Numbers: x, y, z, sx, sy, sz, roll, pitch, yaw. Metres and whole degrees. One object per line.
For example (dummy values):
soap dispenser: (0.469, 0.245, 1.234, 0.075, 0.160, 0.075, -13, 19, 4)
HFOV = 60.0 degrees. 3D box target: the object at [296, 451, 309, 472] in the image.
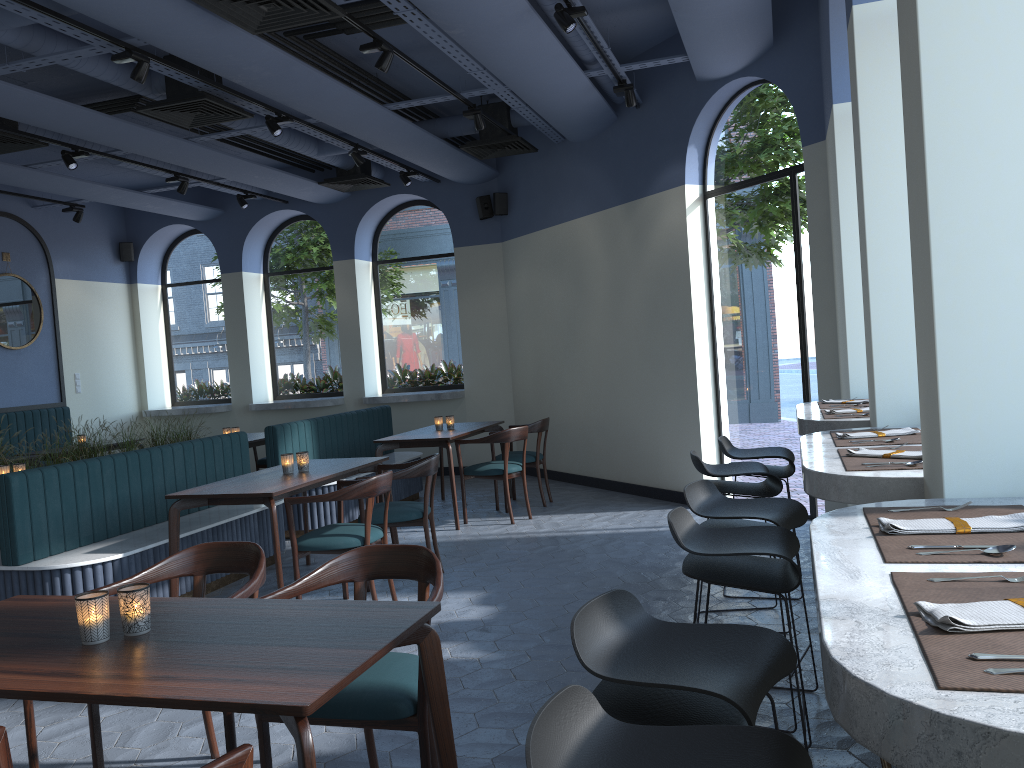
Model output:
object: (-1.322, 0.491, 5.608, 0.078, 0.120, 0.078, -4, 2, 0)

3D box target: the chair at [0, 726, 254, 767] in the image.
chair: (-0.813, 1.019, 1.561, 0.618, 0.793, 0.525, -4, 2, 17)

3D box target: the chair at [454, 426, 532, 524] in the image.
chair: (-0.098, 0.756, 7.495, 0.525, 0.793, 0.618, -2, 3, 41)

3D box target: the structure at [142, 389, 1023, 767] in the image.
structure: (-0.450, 0.255, 6.341, 4.315, 0.080, 14.155, -5, 2, -21)

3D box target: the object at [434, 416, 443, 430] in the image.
object: (-0.664, 0.356, 8.059, 0.078, 0.120, 0.078, -3, 2, 34)

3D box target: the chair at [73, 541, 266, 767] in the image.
chair: (-1.078, 0.986, 3.022, 0.618, 0.793, 0.525, -4, 2, 17)

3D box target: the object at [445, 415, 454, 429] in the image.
object: (-0.560, 0.349, 8.044, 0.078, 0.120, 0.078, -3, 2, 34)

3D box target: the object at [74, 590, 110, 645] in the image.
object: (-1.057, 0.591, 2.241, 0.078, 0.120, 0.078, -3, 2, 34)

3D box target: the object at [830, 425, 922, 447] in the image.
object: (1.342, 0.181, 3.244, 0.322, 0.027, 0.497, -4, 2, 17)

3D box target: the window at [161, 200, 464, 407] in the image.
window: (-0.342, -0.986, 6.396, 3.897, 2.394, 14.212, -5, 2, -22)

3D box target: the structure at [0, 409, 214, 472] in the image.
structure: (-4.104, 0.829, 7.734, 1.143, 1.207, 4.878, -3, 2, 19)

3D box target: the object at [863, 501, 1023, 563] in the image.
object: (0.864, 0.270, 1.705, 0.322, 0.027, 0.497, -4, 2, 17)

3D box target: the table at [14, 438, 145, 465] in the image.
table: (-4.462, 1.027, 9.296, 0.548, 0.755, 1.332, -4, 2, 17)

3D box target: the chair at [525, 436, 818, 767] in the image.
chair: (-1.004, 0.919, 2.496, 3.651, 0.949, 6.322, -4, 2, 16)

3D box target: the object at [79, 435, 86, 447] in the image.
object: (-4.467, 0.591, 9.218, 0.078, 0.120, 0.078, -4, 2, 0)

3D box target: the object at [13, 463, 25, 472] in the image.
object: (-3.492, 0.624, 6.290, 0.078, 0.120, 0.078, -4, 2, 0)

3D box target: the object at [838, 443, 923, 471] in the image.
object: (1.176, 0.212, 2.708, 0.322, 0.027, 0.497, -4, 2, 17)

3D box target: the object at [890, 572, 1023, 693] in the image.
object: (0.697, 0.301, 1.168, 0.322, 0.027, 0.497, -4, 2, 17)

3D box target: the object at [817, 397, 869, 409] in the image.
object: (1.812, 0.093, 4.757, 0.322, 0.027, 0.497, -4, 2, 17)

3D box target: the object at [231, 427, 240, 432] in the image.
object: (-2.700, 0.482, 8.673, 0.078, 0.120, 0.078, -3, 2, 34)

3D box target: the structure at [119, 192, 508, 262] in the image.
structure: (-3.707, -1.601, 5.171, 7.261, 0.268, 13.143, -4, 2, 1)

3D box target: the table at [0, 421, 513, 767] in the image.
table: (-2.084, 1.021, 4.589, 3.997, 0.755, 9.778, -4, 2, 1)

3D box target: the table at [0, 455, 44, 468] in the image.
table: (-4.877, 1.104, 7.962, 0.548, 0.755, 1.332, -4, 2, 17)

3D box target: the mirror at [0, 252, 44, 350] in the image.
mirror: (-6.131, -0.832, 8.268, 0.026, 1.089, 4.357, -4, 2, 17)

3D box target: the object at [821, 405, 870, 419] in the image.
object: (1.646, 0.124, 4.221, 0.322, 0.027, 0.497, -4, 2, 17)

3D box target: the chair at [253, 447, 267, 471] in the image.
chair: (-2.430, 0.849, 9.631, 0.618, 0.793, 0.525, -4, 2, 17)

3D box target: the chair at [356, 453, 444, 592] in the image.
chair: (-0.701, 0.863, 5.708, 0.525, 0.793, 0.618, -4, 2, 4)

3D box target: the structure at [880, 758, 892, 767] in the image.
structure: (-0.843, 1.280, 1.872, 6.894, 0.250, 5.649, -5, 2, -11)

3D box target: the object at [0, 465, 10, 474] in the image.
object: (-3.576, 0.632, 6.240, 0.078, 0.120, 0.078, -4, 2, 0)

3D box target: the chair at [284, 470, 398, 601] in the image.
chair: (-0.917, 0.903, 5.018, 0.525, 0.793, 0.618, -4, 2, 17)

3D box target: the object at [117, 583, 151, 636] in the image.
object: (-0.973, 0.583, 2.291, 0.078, 0.120, 0.078, -3, 2, 34)

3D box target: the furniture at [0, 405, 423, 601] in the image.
furniture: (-3.778, 0.838, 7.633, 4.703, 1.150, 4.800, -4, 2, 17)

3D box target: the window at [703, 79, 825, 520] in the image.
window: (1.969, -0.649, 6.854, 0.020, 3.335, 1.298, -5, 2, -28)

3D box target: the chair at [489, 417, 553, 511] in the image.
chair: (0.106, 0.717, 8.150, 0.525, 0.793, 0.618, -4, 2, 17)

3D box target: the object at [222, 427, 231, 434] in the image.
object: (-2.795, 0.488, 8.697, 0.078, 0.120, 0.078, -3, 2, 34)

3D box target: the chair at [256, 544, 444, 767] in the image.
chair: (-0.445, 0.949, 2.758, 0.618, 0.793, 0.525, -4, 2, 17)

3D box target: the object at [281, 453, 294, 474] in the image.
object: (-1.406, 0.499, 5.558, 0.078, 0.120, 0.078, -4, 2, 0)
